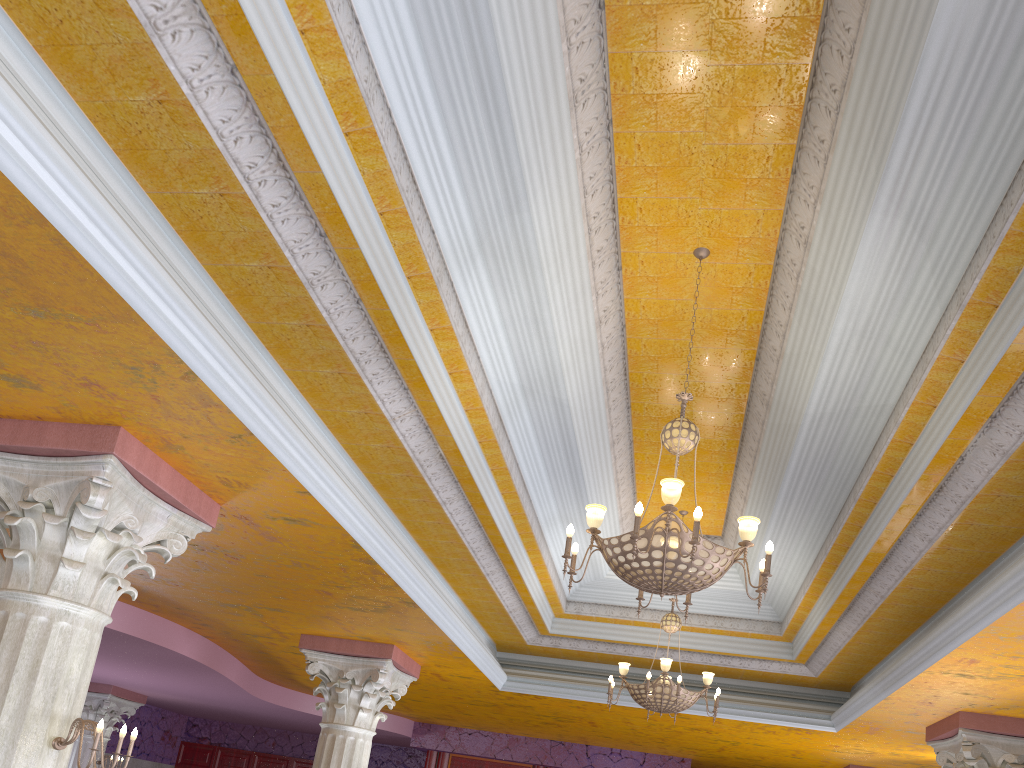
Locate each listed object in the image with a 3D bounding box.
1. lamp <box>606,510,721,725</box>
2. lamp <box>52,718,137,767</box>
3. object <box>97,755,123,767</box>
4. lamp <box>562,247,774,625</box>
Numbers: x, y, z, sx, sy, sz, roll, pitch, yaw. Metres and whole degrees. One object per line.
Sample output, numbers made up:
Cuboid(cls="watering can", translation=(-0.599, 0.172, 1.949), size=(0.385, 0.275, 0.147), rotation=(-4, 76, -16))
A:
Cuboid(cls="lamp", translation=(1.584, 2.229, 8.449), size=(0.999, 2.019, 0.993), rotation=(20, -21, -30))
Cuboid(cls="lamp", translation=(-2.209, 1.880, 4.459), size=(0.381, 0.254, 0.370), rotation=(9, -23, 0))
Cuboid(cls="object", translation=(-4.949, 6.455, 13.090), size=(5.773, 1.101, 0.375), rotation=(-14, -28, 38))
Cuboid(cls="lamp", translation=(0.939, 0.165, 4.712), size=(0.999, 2.019, 0.993), rotation=(20, -21, -30))
